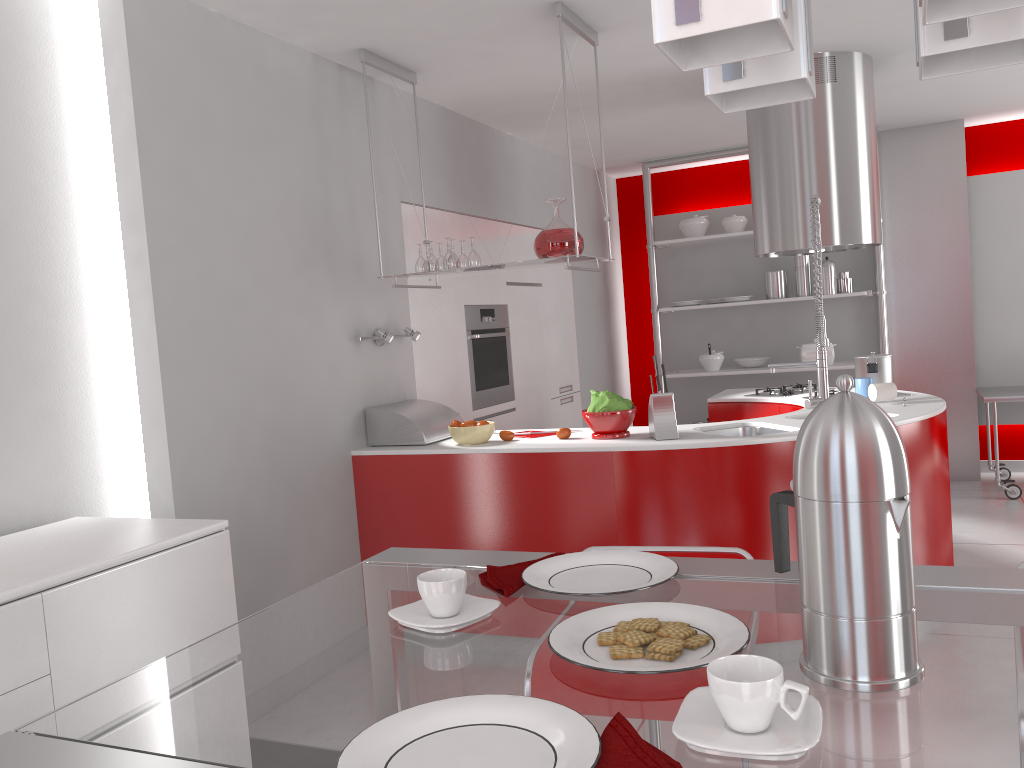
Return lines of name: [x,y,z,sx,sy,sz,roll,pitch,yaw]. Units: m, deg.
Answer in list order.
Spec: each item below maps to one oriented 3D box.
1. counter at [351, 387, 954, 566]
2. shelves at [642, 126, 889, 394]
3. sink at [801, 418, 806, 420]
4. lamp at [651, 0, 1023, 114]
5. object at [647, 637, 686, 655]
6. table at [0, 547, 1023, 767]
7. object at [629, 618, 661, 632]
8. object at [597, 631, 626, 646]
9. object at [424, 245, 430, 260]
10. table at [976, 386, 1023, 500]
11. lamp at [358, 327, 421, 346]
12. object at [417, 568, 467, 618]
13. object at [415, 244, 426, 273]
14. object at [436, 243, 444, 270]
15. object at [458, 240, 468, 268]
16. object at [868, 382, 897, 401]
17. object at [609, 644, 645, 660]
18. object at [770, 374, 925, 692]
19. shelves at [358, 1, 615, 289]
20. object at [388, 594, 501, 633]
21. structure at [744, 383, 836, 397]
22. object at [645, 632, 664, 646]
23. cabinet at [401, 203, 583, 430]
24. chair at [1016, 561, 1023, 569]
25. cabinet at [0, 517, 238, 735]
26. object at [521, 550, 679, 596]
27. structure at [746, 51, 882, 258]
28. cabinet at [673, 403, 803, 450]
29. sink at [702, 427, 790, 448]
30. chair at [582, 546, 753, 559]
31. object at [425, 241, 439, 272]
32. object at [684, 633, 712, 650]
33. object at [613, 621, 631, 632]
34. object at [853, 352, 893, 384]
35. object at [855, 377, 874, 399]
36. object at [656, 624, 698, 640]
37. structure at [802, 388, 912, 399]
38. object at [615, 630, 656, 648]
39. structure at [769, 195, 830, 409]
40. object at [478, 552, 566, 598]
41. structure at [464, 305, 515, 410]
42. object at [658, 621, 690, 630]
counter: [0.850,0.599,4.184,2.865,0.880,1.868,-7,4,-32]
shelves: [1.911,-0.500,6.727,1.735,2.599,0.535,-3,4,24]
sink: [1.412,0.243,3.798,0.326,0.172,0.428,-6,4,-27]
lamp: [0.272,-0.806,0.764,0.304,1.025,0.304,-3,4,24]
object: [0.163,0.274,0.930,0.034,0.006,0.036,-2,4,36]
table: [0.445,0.772,0.836,1.700,1.000,0.800,-3,4,24]
object: [0.150,0.271,0.998,0.034,0.006,0.036,-4,4,12]
object: [0.112,0.281,0.980,0.036,0.006,0.034,-4,3,8]
object: [-0.382,-0.563,4.056,0.060,0.141,0.060,-3,4,24]
table: [3.974,0.358,5.786,1.627,0.682,0.749,-3,4,25]
lamp: [-0.554,-0.221,4.120,0.155,0.081,0.454,-3,4,24]
object: [-0.093,0.264,1.113,0.078,0.049,0.062,-3,4,24]
object: [-0.408,-0.556,3.974,0.060,0.141,0.060,-3,4,24]
object: [-0.318,-0.564,3.993,0.060,0.141,0.060,-3,4,24]
object: [-0.219,-0.570,3.975,0.060,0.141,0.060,-3,4,24]
object: [1.699,0.035,4.085,0.100,0.080,0.109,-5,3,-6]
object: [0.121,0.283,0.939,0.036,0.006,0.034,-4,3,3]
object: [0.313,0.134,0.861,0.149,0.287,0.113,-2,4,32]
shelves: [-0.103,-0.963,3.838,0.934,1.023,0.462,-3,4,24]
object: [-0.084,0.287,1.111,0.119,0.016,0.119,-1,5,44]
structure: [1.576,0.030,5.034,0.457,0.037,0.303,-7,4,-36]
object: [0.156,0.278,0.970,0.036,0.006,0.034,-1,5,42]
cabinet: [-0.262,0.021,5.669,0.614,2.026,2.398,-3,4,24]
chair: [1.059,0.760,1.437,0.418,0.857,0.460,-3,4,29]
cabinet: [-1.416,0.916,1.854,0.610,0.880,1.802,-3,4,24]
object: [0.121,0.264,1.223,0.217,0.015,0.217,-6,4,-29]
structure: [1.599,-1.184,4.726,0.644,0.958,0.644,-5,3,-9]
cabinet: [0.619,0.576,4.331,1.875,0.761,1.025,-6,4,-20]
sink: [0.959,0.288,3.626,0.326,0.172,0.428,-5,4,-15]
chair: [0.299,0.798,1.785,0.418,0.857,0.460,-3,4,19]
object: [-0.353,-0.555,3.895,0.060,0.141,0.060,-4,3,1]
object: [0.194,0.276,0.955,0.036,0.006,0.034,-8,5,-44]
object: [0.135,0.277,1.009,0.036,0.006,0.034,-3,4,24]
object: [1.845,-0.071,4.522,0.189,0.185,0.218,-5,4,-14]
object: [1.668,0.021,4.210,0.080,0.100,0.109,-5,3,-3]
object: [0.179,0.270,0.967,0.034,0.006,0.036,-8,5,-42]
structure: [1.754,0.047,4.531,0.457,0.037,0.303,-5,3,-1]
object: [0.133,0.274,0.959,0.034,0.006,0.036,-6,4,-29]
structure: [1.186,-0.293,3.539,0.308,0.920,0.178,-6,4,-22]
object: [-0.002,0.272,1.285,0.095,0.012,0.234,-3,4,24]
structure: [-0.111,-0.171,5.254,0.050,0.589,0.599,-3,4,24]
object: [0.179,0.274,0.998,0.036,0.006,0.034,-3,4,24]
